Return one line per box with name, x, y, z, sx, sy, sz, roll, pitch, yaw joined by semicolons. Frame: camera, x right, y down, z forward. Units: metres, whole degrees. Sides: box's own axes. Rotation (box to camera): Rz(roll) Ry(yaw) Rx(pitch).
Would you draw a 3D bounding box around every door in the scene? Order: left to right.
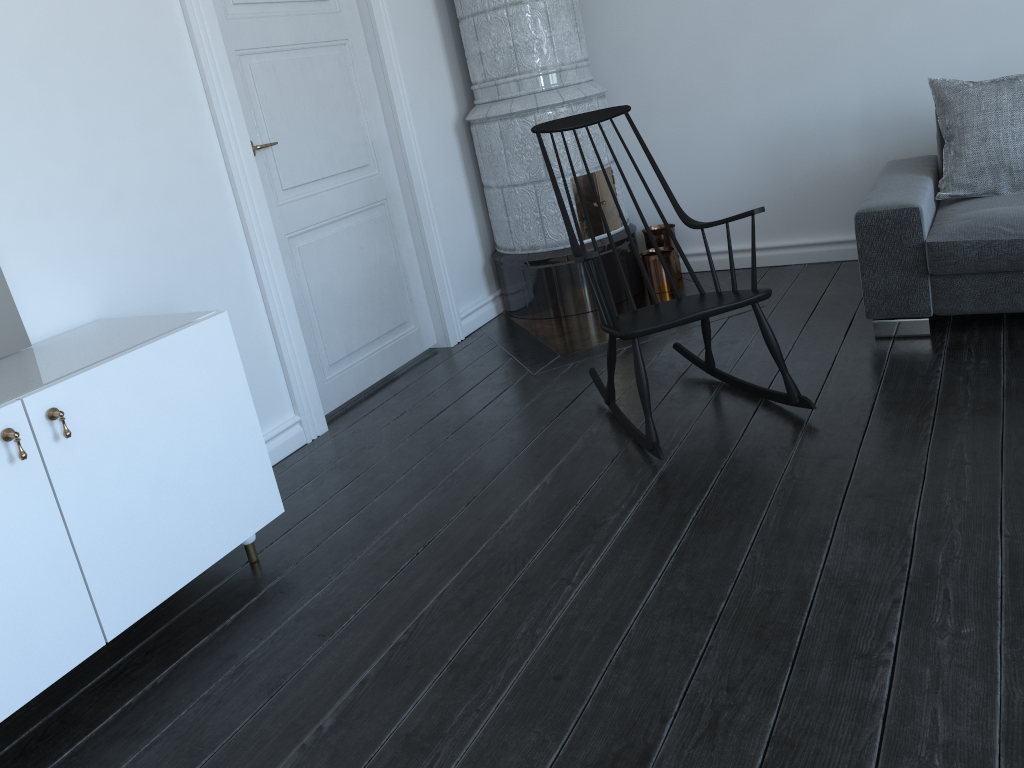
door;-0.807;-1.146;3.625;0.115;2.411;1.205;-5;16;31

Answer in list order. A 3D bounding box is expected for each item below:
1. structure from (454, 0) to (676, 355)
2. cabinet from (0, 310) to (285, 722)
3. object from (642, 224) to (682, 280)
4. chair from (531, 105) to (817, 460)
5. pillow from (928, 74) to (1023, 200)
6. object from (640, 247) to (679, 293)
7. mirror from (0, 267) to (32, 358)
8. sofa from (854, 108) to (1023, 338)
structure;0.106;-1.745;4.160;0.783;2.816;1.295;-15;14;-12
cabinet;-1.204;0.372;2.111;0.588;0.716;1.239;-3;19;31
object;0.791;-0.683;4.618;0.172;0.274;0.181;-3;17;31
chair;0.458;-0.405;2.930;0.616;0.979;0.925;-15;16;-12
pillow;2.536;-0.960;2.957;2.053;0.479;0.493;1;21;35
object;0.750;-0.576;4.457;0.173;0.194;0.177;-6;17;21
mirror;-1.573;-0.203;2.121;0.054;0.489;0.718;-4;18;31
sofa;2.477;-0.698;2.952;2.366;0.704;1.119;-1;20;31
